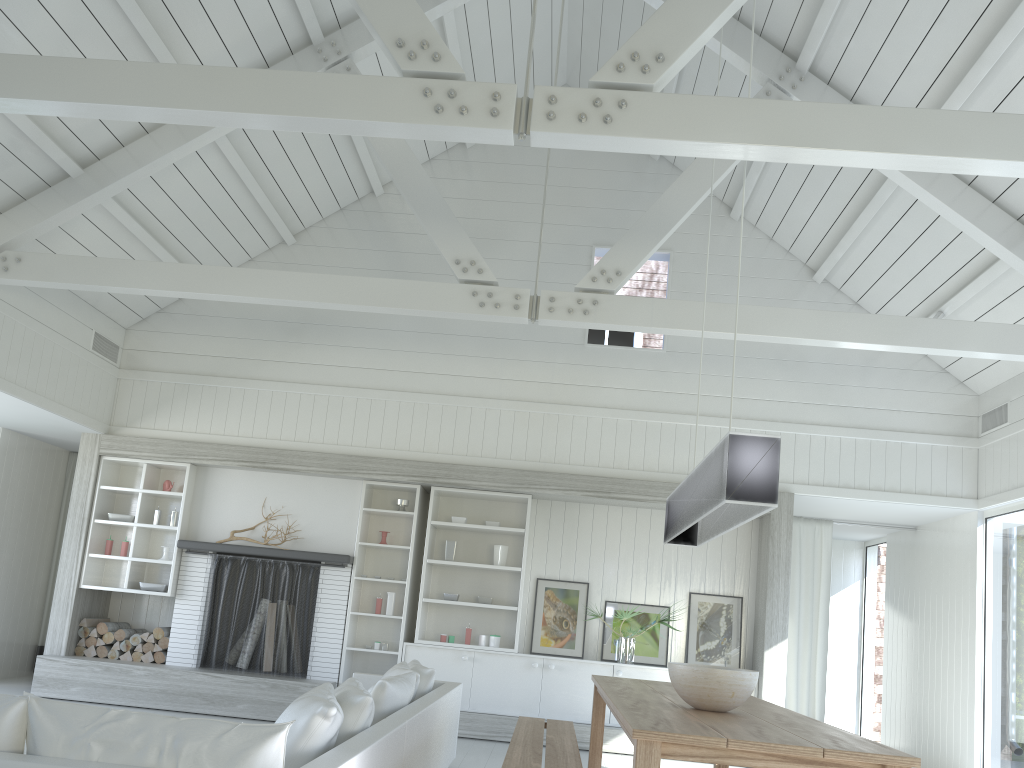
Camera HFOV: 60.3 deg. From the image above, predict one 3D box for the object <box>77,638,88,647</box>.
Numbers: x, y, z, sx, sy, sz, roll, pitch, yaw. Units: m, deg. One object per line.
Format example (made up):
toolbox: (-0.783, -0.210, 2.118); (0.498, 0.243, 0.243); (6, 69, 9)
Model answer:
object: (-3.966, 2.443, 8.367); (0.080, 0.078, 0.487); (5, -15, 2)

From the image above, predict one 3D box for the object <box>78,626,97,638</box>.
object: (-3.955, 2.360, 8.393); (0.109, 0.107, 0.504); (5, -15, 2)

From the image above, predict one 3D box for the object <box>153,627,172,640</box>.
object: (-3.249, 2.362, 8.361); (0.110, 0.109, 0.504); (5, -15, 2)

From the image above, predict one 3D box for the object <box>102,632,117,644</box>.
object: (-3.720, 2.408, 8.375); (0.109, 0.107, 0.504); (5, -15, 2)

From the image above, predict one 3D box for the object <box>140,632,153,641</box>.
object: (-3.381, 2.385, 8.349); (0.086, 0.090, 0.489); (5, -15, 2)

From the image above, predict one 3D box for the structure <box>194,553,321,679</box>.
structure: (-2.324, 2.106, 8.018); (1.097, 1.045, 0.118); (5, -9, 3)

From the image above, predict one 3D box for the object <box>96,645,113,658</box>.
object: (-3.768, 2.531, 8.358); (0.110, 0.109, 0.504); (5, -15, 2)

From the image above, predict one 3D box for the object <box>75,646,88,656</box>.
object: (-3.974, 2.536, 8.374); (0.108, 0.104, 0.525); (5, -15, 2)

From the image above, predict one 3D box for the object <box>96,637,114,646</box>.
object: (-3.787, 2.446, 8.365); (0.080, 0.078, 0.487); (5, -15, 2)

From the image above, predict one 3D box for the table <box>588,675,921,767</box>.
table: (0.867, 1.904, 4.196); (0.905, 0.749, 3.009); (5, -14, 4)

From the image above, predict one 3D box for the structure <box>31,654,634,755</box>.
structure: (-1.000, 3.059, 8.476); (6.345, 0.340, 1.921); (5, -15, 3)

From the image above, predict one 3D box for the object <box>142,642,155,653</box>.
object: (-3.339, 2.492, 8.344); (0.109, 0.107, 0.504); (5, -15, 2)

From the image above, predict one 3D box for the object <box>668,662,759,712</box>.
object: (0.873, 1.330, 3.851); (0.389, 0.182, 0.397); (7, -14, -5)

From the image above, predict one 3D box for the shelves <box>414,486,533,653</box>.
shelves: (-0.337, 1.766, 8.366); (0.938, 1.419, 0.616); (5, -10, 4)

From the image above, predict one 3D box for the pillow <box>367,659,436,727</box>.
pillow: (-0.700, 1.912, 5.214); (0.462, 0.469, 2.097); (6, -15, -4)

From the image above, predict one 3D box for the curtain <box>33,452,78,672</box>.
curtain: (-4.634, 1.901, 9.422); (0.629, 2.330, 0.118); (5, -9, 3)

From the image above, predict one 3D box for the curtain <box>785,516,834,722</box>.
curtain: (2.784, 2.529, 9.124); (1.005, 2.330, 0.118); (5, -9, 4)

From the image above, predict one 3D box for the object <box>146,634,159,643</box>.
object: (-3.319, 2.401, 8.344); (0.080, 0.078, 0.487); (5, -15, 2)

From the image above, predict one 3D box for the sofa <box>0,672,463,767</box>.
sofa: (-2.194, 1.663, 4.372); (3.474, 0.725, 4.219); (4, -15, 4)

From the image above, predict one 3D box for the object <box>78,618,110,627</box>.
object: (-3.964, 2.268, 8.395); (0.080, 0.078, 0.487); (5, -15, 2)

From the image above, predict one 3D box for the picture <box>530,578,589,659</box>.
picture: (0.447, 2.183, 8.222); (0.494, 0.692, 0.066); (5, -9, 3)

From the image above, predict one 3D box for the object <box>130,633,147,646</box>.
object: (-3.464, 2.420, 8.361); (0.109, 0.107, 0.504); (5, -15, 2)

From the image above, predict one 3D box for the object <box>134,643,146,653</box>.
object: (-3.425, 2.486, 8.335); (0.080, 0.078, 0.487); (5, -15, 2)

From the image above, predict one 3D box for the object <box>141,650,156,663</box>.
object: (-3.332, 2.584, 8.345); (0.134, 0.144, 0.559); (5, -14, 4)

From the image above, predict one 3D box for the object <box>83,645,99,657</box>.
object: (-3.872, 2.541, 8.377); (0.134, 0.144, 0.559); (5, -14, 4)

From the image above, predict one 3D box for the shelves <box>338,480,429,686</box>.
shelves: (-1.202, 1.967, 8.373); (0.540, 1.966, 0.616); (5, -9, 4)

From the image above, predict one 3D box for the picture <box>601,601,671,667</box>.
picture: (1.149, 2.315, 8.179); (0.608, 0.544, 0.054); (5, -9, 3)

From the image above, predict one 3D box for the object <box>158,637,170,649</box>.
object: (-3.194, 2.445, 8.344); (0.109, 0.107, 0.504); (5, -15, 2)

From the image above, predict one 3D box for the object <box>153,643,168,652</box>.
object: (-3.246, 2.489, 8.333); (0.080, 0.078, 0.487); (5, -15, 2)

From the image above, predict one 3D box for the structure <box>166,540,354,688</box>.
structure: (-2.311, 2.223, 8.365); (1.615, 1.265, 0.876); (5, -11, 3)

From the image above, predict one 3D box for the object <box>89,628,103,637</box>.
object: (-3.859, 2.358, 8.376); (0.080, 0.078, 0.487); (5, -15, 2)

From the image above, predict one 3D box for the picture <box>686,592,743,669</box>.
picture: (1.870, 2.297, 8.138); (0.494, 0.692, 0.066); (5, -9, 3)

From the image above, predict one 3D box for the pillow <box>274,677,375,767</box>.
pillow: (-0.813, 1.466, 3.575); (0.466, 0.469, 1.343); (6, -14, -5)

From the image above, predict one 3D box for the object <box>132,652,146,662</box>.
object: (-3.434, 2.579, 8.342); (0.108, 0.104, 0.525); (5, -15, 2)

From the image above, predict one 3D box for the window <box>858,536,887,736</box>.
window: (4.258, 3.012, 10.322); (0.037, 2.387, 0.963); (5, -10, 4)

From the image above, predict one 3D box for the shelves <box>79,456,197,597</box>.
shelves: (-3.481, 1.380, 8.440); (0.865, 1.218, 0.559); (5, -10, 4)

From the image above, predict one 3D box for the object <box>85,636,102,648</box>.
object: (-3.879, 2.449, 8.375); (0.109, 0.107, 0.504); (5, -15, 2)

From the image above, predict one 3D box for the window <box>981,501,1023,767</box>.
window: (3.871, 0.872, 2.391); (0.080, 2.376, 11.153); (5, -15, 4)

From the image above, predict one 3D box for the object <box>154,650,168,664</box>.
object: (-3.228, 2.574, 8.326); (0.110, 0.109, 0.504); (5, -15, 2)
